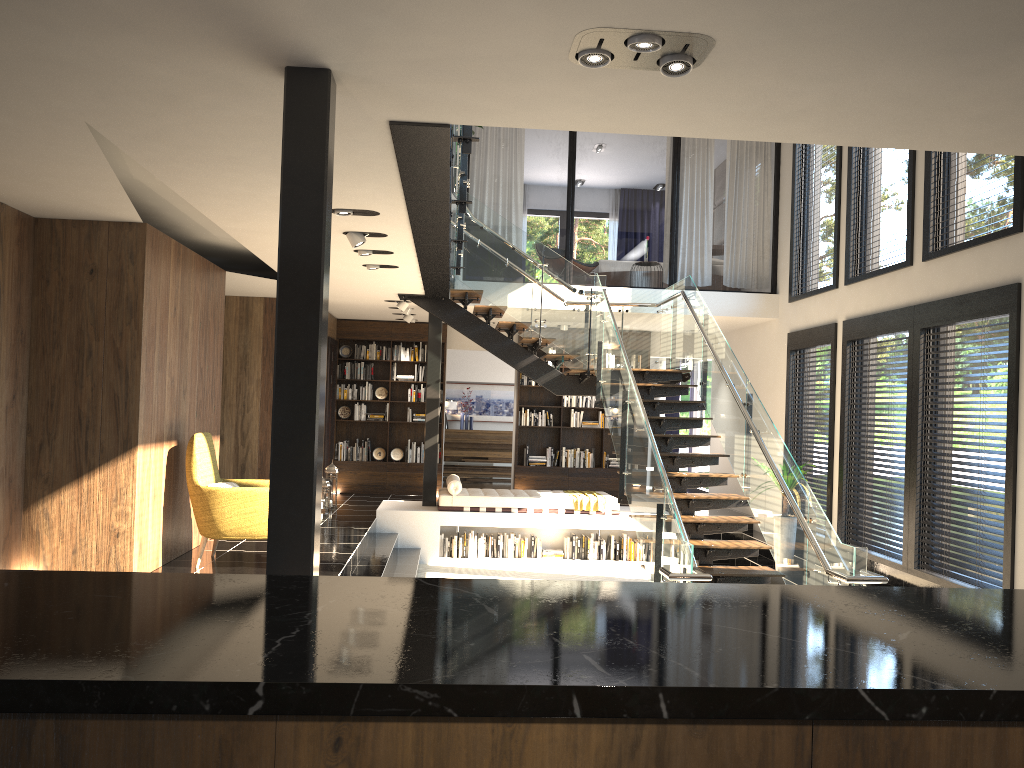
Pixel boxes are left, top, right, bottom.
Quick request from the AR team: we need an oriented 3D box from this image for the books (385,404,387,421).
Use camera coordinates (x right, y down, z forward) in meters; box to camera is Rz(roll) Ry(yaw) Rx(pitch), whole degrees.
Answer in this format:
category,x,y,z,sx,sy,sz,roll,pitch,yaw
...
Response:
category,x,y,z,sx,sy,sz,roll,pitch,yaw
books,-1.958,0.450,13.838,0.032,0.261,0.157,2,-1,-4

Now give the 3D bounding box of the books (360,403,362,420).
category,x,y,z,sx,sy,sz,roll,pitch,yaw
books,-2.347,0.434,13.810,0.024,0.265,0.148,2,-1,-4

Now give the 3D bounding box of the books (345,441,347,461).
category,x,y,z,sx,sy,sz,roll,pitch,yaw
books,-2.571,1.039,13.802,0.018,0.301,0.195,2,-1,-4

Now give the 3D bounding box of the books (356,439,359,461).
category,x,y,z,sx,sy,sz,roll,pitch,yaw
books,-2.403,1.024,13.770,0.016,0.341,0.217,2,-1,-4

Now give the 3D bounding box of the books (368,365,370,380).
category,x,y,z,sx,sy,sz,roll,pitch,yaw
books,-2.230,-0.183,13.828,0.024,0.242,0.144,2,-1,-4

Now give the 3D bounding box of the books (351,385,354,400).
category,x,y,z,sx,sy,sz,roll,pitch,yaw
books,-2.475,0.127,13.813,0.036,0.235,0.170,2,-1,-4

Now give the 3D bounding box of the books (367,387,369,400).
category,x,y,z,sx,sy,sz,roll,pitch,yaw
books,-2.237,0.148,13.825,0.018,0.210,0.157,2,-1,-4

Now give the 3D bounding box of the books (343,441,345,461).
category,x,y,z,sx,sy,sz,roll,pitch,yaw
books,-2.601,1.036,13.773,0.016,0.304,0.217,2,-1,-4

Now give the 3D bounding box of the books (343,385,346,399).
category,x,y,z,sx,sy,sz,roll,pitch,yaw
books,-2.613,0.125,13.822,0.018,0.232,0.123,2,-1,-4

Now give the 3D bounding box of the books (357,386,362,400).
category,x,y,z,sx,sy,sz,roll,pitch,yaw
books,-2.379,0.140,13.819,0.053,0.216,0.151,2,-1,-4

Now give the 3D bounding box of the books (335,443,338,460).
category,x,y,z,sx,sy,sz,roll,pitch,yaw
books,-2.726,1.054,13.798,0.032,0.261,0.195,2,-1,-4

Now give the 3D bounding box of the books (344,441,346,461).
category,x,y,z,sx,sy,sz,roll,pitch,yaw
books,-2.585,1.035,13.768,0.015,0.306,0.222,2,-1,-4

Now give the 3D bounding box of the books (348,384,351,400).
category,x,y,z,sx,sy,sz,roll,pitch,yaw
books,-2.538,0.125,13.822,0.019,0.236,0.139,2,-1,-4

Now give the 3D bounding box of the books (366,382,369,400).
category,x,y,z,sx,sy,sz,roll,pitch,yaw
books,-2.253,0.110,13.809,0.018,0.284,0.198,2,-1,-4

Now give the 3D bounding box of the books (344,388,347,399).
category,x,y,z,sx,sy,sz,roll,pitch,yaw
books,-2.585,0.156,13.804,0.037,0.169,0.148,2,-1,-4

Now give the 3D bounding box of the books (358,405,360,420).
category,x,y,z,sx,sy,sz,roll,pitch,yaw
books,-2.375,0.444,13.814,0.032,0.245,0.120,2,-1,-4

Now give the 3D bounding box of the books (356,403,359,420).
category,x,y,z,sx,sy,sz,roll,pitch,yaw
books,-2.398,0.427,13.787,0.018,0.275,0.144,2,-1,-4

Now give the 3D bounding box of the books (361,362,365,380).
category,x,y,z,sx,sy,sz,roll,pitch,yaw
books,-2.323,-0.202,13.805,0.033,0.273,0.189,2,-1,-4

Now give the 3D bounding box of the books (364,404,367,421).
category,x,y,z,sx,sy,sz,roll,pitch,yaw
books,-2.289,0.442,13.824,0.030,0.253,0.138,2,-1,-4

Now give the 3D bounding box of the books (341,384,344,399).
category,x,y,z,sx,sy,sz,roll,pitch,yaw
books,-2.629,0.121,13.774,0.022,0.235,0.194,2,-1,-4

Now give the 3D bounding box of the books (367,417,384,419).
category,x,y,z,sx,sy,sz,roll,pitch,yaw
books,-2.127,0.532,13.827,0.266,0.021,0.152,2,-2,-6

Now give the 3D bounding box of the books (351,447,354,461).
category,x,y,z,sx,sy,sz,roll,pitch,yaw
books,-2.474,1.090,13.803,0.029,0.206,0.167,2,-1,-4

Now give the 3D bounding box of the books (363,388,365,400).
category,x,y,z,sx,sy,sz,roll,pitch,yaw
books,-2.303,0.153,13.805,0.025,0.193,0.172,2,-1,-4

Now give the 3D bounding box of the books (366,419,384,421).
category,x,y,z,sx,sy,sz,roll,pitch,yaw
books,-2.127,0.558,13.824,0.262,0.032,0.154,2,-2,-2

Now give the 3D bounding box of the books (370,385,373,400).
category,x,y,z,sx,sy,sz,roll,pitch,yaw
books,-2.195,0.132,13.837,0.023,0.244,0.133,2,-1,-4

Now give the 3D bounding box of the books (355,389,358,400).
category,x,y,z,sx,sy,sz,roll,pitch,yaw
books,-2.418,0.163,13.809,0.026,0.167,0.173,2,-1,-4

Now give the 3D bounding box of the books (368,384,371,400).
category,x,y,z,sx,sy,sz,roll,pitch,yaw
books,-2.216,0.123,13.814,0.021,0.260,0.197,2,-1,-4

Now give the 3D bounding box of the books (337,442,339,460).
category,x,y,z,sx,sy,sz,roll,pitch,yaw
books,-2.694,1.042,13.807,0.032,0.288,0.180,2,-1,-4

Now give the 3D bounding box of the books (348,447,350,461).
category,x,y,z,sx,sy,sz,roll,pitch,yaw
books,-2.528,1.086,13.820,0.035,0.212,0.159,2,-1,-4

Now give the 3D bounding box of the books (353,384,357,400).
category,x,y,z,sx,sy,sz,roll,pitch,yaw
books,-2.442,0.127,13.795,0.026,0.237,0.164,2,-1,-4

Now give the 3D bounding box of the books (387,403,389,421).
category,x,y,z,sx,sy,sz,roll,pitch,yaw
books,-1.931,0.438,13.816,0.018,0.286,0.157,2,-1,-4

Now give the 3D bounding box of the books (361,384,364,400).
category,x,y,z,sx,sy,sz,roll,pitch,yaw
books,-2.326,0.128,13.816,0.020,0.243,0.154,2,-1,-4

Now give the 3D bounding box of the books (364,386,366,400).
category,x,y,z,sx,sy,sz,roll,pitch,yaw
books,-2.278,0.145,13.831,0.027,0.214,0.159,2,-1,-4

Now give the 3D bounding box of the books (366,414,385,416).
category,x,y,z,sx,sy,sz,roll,pitch,yaw
books,-2.125,0.480,13.816,0.293,0.016,0.174,2,-2,-5

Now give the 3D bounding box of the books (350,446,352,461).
category,x,y,z,sx,sy,sz,roll,pitch,yaw
books,-2.497,1.083,13.775,0.021,0.217,0.220,2,-1,-4

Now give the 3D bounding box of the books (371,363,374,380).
category,x,y,z,sx,sy,sz,roll,pitch,yaw
books,-2.175,-0.193,13.838,0.035,0.266,0.133,2,-1,-4

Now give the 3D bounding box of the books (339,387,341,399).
category,x,y,z,sx,sy,sz,roll,pitch,yaw
books,-2.665,0.142,13.800,0.045,0.192,0.164,2,-1,-4

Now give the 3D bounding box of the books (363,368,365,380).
category,x,y,z,sx,sy,sz,roll,pitch,yaw
books,-2.295,-0.159,13.795,0.025,0.188,0.181,2,-1,-4

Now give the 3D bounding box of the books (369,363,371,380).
category,x,y,z,sx,sy,sz,roll,pitch,yaw
books,-2.205,-0.192,13.835,0.025,0.263,0.147,2,-1,-4

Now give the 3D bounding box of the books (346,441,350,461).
category,x,y,z,sx,sy,sz,roll,pitch,yaw
books,-2.552,1.038,13.798,0.020,0.304,0.189,2,-1,-4

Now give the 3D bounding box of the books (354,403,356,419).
category,x,y,z,sx,sy,sz,roll,pitch,yaw
books,-2.446,0.432,13.809,0.020,0.264,0.152,2,-1,-4

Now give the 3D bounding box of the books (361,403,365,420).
category,x,y,z,sx,sy,sz,roll,pitch,yaw
books,-2.318,0.428,13.804,0.032,0.279,0.133,2,-1,-4

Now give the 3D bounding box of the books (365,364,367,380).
category,x,y,z,sx,sy,sz,roll,pitch,yaw
books,-2.270,-0.183,13.833,0.028,0.240,0.148,2,-1,-4

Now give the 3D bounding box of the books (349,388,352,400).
category,x,y,z,sx,sy,sz,roll,pitch,yaw
books,-2.510,0.153,13.796,0.035,0.180,0.165,2,-1,-4

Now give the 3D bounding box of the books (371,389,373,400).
category,x,y,z,sx,sy,sz,roll,pitch,yaw
books,-2.177,0.165,13.828,0.015,0.181,0.136,2,-1,-4

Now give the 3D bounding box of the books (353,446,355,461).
category,x,y,z,sx,sy,sz,roll,pitch,yaw
books,-2.445,1.083,13.795,0.026,0.222,0.209,2,-1,-4

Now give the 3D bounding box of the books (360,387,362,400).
category,x,y,z,sx,sy,sz,roll,pitch,yaw
books,-2.342,0.146,13.787,0.016,0.205,0.205,2,-1,-4

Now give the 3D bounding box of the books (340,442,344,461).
category,x,y,z,sx,sy,sz,roll,pitch,yaw
books,-2.648,1.046,13.796,0.030,0.282,0.170,2,-1,-4

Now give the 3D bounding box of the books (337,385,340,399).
category,x,y,z,sx,sy,sz,roll,pitch,yaw
books,-2.703,0.125,13.803,0.030,0.224,0.166,2,-1,-4

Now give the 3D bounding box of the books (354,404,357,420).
category,x,y,z,sx,sy,sz,roll,pitch,yaw
books,-2.420,0.435,13.775,0.026,0.257,0.192,2,-1,-4

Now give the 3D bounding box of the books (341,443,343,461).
category,x,y,z,sx,sy,sz,roll,pitch,yaw
books,-2.620,1.053,13.766,0.022,0.269,0.216,2,-1,-4

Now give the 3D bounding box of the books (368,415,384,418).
category,x,y,z,sx,sy,sz,roll,pitch,yaw
books,-2.126,0.505,13.828,0.244,0.033,0.142,2,-2,-8

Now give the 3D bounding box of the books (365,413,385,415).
category,x,y,z,sx,sy,sz,roll,pitch,yaw
books,-2.123,0.465,13.808,0.292,0.013,0.187,2,-2,-2
